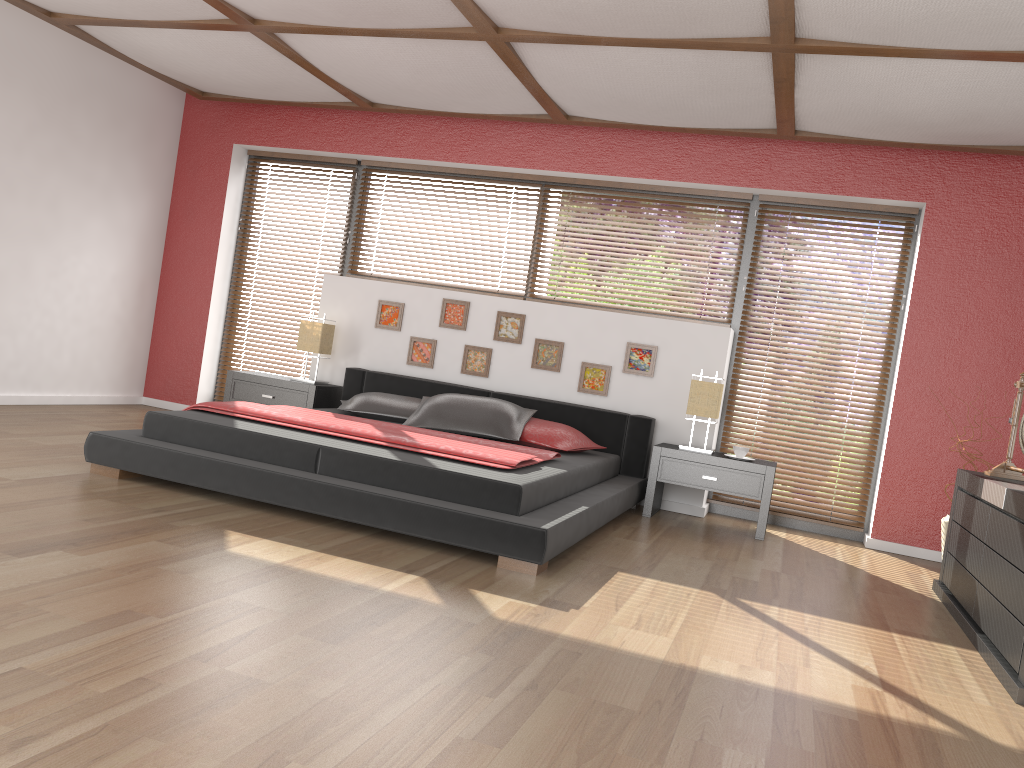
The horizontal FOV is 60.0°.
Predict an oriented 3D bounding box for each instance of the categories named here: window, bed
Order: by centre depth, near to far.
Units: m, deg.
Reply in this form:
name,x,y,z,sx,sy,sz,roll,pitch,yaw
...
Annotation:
name,x,y,z,sx,sy,sz,roll,pitch,yaw
bed,-0.638,0.283,4.849,2.469,0.577,2.413,9,2,18
window,1.932,-0.172,5.717,0.889,1.893,0.020,9,2,18
window,0.183,-1.008,6.293,2.817,0.786,0.020,9,2,18
window,-1.736,-0.773,6.901,0.889,1.893,0.020,9,2,18

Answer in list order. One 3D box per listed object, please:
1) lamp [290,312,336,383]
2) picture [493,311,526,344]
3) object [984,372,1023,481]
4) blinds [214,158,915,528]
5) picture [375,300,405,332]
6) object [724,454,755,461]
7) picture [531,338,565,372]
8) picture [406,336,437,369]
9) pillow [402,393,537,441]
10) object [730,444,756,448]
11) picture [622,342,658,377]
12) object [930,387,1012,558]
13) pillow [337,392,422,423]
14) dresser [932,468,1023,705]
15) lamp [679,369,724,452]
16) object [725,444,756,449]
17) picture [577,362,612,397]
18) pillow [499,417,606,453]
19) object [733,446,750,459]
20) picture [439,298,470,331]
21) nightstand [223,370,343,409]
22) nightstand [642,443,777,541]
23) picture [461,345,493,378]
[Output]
name,x,y,z,sx,sy,sz,roll,pitch,yaw
lamp,-1.378,-0.260,6.189,0.200,0.480,0.200,9,2,18
picture,-0.017,-0.380,5.972,0.200,0.200,0.010,9,2,18
object,2.312,0.194,3.905,0.173,0.498,0.490,9,2,3
blinds,0.070,-0.438,6.245,4.840,1.952,0.032,9,2,18
picture,-0.862,-0.482,6.244,0.200,0.200,0.010,9,2,18
object,1.336,0.435,5.208,0.179,0.012,0.179,10,2,43
picture,0.236,-0.191,5.887,0.200,0.200,0.010,9,2,18
picture,-0.628,-0.220,6.164,0.200,0.200,0.010,9,2,18
pillow,-0.257,0.185,5.338,0.744,0.241,0.386,9,2,13
object,1.353,0.366,5.210,0.192,0.007,0.007,8,2,-18
picture,0.823,-0.157,5.699,0.200,0.200,0.010,9,2,18
object,2.407,0.523,4.796,0.422,1.035,0.364,9,2,-7
pillow,-0.721,0.159,5.577,0.745,0.172,0.418,9,2,-7
dresser,2.098,0.731,3.438,0.540,0.608,1.740,9,2,18
lamp,1.159,0.156,5.370,0.200,0.480,0.200,9,2,18
object,1.338,0.364,5.191,0.192,0.007,0.007,8,2,-13
picture,0.538,-0.033,5.788,0.200,0.200,0.010,9,2,18
pillow,0.153,0.300,5.351,0.745,0.172,0.418,10,2,37
object,1.341,0.403,5.207,0.099,0.069,0.099,10,2,43
picture,-0.396,-0.478,6.095,0.200,0.200,0.010,9,2,18
nightstand,-1.610,0.171,6.212,0.700,0.423,0.413,9,2,18
nightstand,1.189,0.629,5.309,0.700,0.423,0.413,9,2,18
picture,-0.242,-0.156,6.039,0.200,0.200,0.010,9,2,18
